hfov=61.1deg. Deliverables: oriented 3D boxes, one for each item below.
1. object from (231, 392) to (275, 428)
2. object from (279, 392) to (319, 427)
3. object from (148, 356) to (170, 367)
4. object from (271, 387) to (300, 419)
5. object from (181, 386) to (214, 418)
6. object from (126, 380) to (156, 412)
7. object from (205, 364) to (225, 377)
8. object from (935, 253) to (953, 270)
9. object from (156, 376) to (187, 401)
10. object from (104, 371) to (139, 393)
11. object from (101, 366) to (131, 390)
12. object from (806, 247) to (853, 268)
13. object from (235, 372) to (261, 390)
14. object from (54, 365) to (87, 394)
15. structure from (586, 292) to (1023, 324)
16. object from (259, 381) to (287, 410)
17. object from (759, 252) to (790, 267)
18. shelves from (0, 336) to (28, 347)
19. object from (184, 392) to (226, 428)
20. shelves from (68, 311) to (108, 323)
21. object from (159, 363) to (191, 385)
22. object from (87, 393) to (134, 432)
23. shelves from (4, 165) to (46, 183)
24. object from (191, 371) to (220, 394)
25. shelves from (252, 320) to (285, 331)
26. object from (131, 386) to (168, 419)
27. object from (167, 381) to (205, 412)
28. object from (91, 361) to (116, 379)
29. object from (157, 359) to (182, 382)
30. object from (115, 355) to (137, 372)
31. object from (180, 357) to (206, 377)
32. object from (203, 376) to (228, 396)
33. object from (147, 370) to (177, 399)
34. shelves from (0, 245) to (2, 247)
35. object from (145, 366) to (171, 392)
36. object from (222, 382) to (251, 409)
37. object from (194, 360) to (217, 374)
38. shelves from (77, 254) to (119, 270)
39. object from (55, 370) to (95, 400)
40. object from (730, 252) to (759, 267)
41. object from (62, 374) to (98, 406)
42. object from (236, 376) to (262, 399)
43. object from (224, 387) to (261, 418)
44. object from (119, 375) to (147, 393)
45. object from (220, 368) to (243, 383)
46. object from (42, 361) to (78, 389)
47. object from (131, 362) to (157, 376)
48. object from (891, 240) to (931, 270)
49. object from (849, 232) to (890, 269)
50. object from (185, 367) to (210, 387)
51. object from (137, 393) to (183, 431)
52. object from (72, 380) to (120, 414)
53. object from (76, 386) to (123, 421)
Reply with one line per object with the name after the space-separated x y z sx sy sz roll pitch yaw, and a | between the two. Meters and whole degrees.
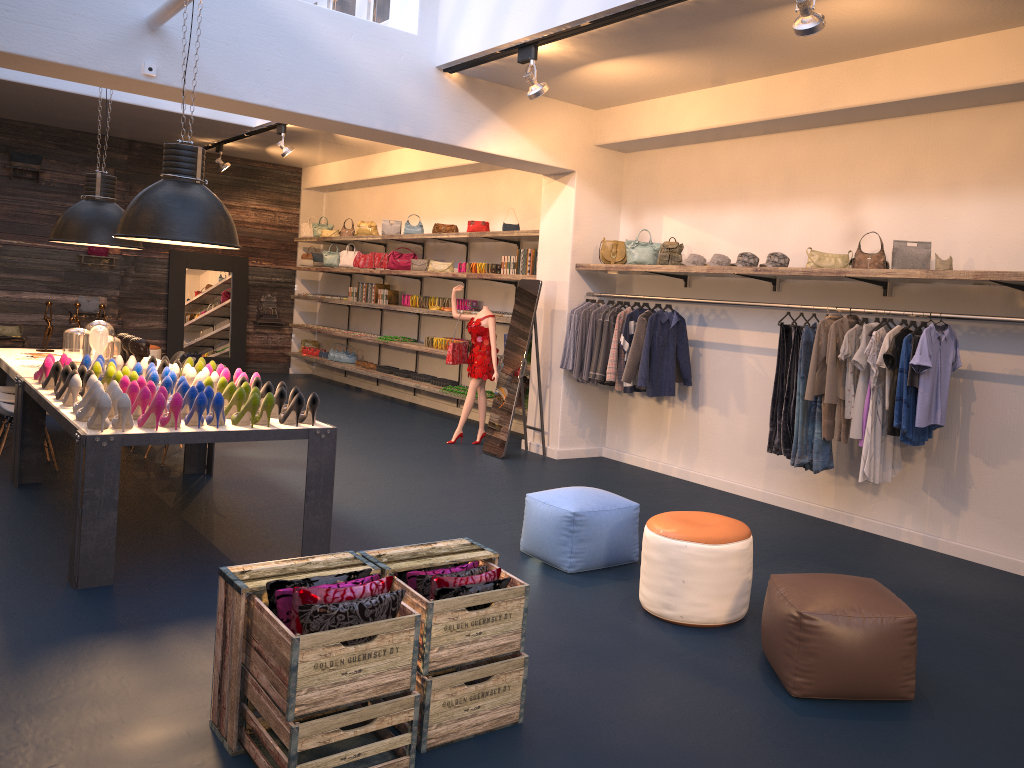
-1.424 0.133 4.800 0.218 0.195 0.223 1 5 -44 | object
-1.208 0.134 4.960 0.218 0.195 0.223 2 4 -37 | object
-2.646 -0.121 6.448 0.218 0.195 0.223 2 4 -37 | object
-1.364 0.102 5.168 0.218 0.195 0.223 2 4 -37 | object
-1.780 0.096 4.887 0.218 0.195 0.223 2 4 -37 | object
-2.110 0.068 4.916 0.217 0.195 0.224 2 4 -32 | object
-2.146 -0.056 6.183 0.218 0.195 0.223 2 4 -37 | object
2.970 -0.832 5.974 0.132 0.133 0.080 4 2 -2 | object
-2.071 0.037 5.269 0.218 0.195 0.223 2 4 -37 | object
-2.391 0.006 5.328 0.218 0.195 0.223 2 4 -37 | object
-2.539 -0.027 5.549 0.218 0.195 0.223 2 4 -37 | object
2.436 -0.955 6.657 0.362 0.174 0.232 5 4 3 | object
-1.788 0.009 5.799 0.218 0.195 0.223 1 5 -41 | object
-2.733 -0.030 5.419 0.216 0.195 0.225 3 4 -29 | object
3.102 -0.411 5.514 0.042 0.038 8.041 2 6 -36 | structure
-1.502 0.071 5.387 0.218 0.195 0.223 2 4 -37 | object
2.127 -0.997 7.022 0.258 0.136 0.162 3 4 -18 | object
-7.069 -0.592 12.160 0.489 0.157 0.226 1 5 -38 | shelves
-1.637 0.129 4.661 0.216 0.195 0.225 2 4 -29 | object
-6.246 -0.968 12.781 0.489 0.183 0.226 1 5 -38 | shelves
-2.327 -0.055 6.026 0.218 0.195 0.223 1 5 -41 | object
-1.999 0.131 4.343 0.217 0.195 0.225 2 4 -31 | object
-6.839 -2.936 12.185 0.489 0.178 0.226 1 5 -38 | shelves
-2.006 0.006 5.646 0.218 0.195 0.223 2 4 -37 | object
-4.062 -0.964 14.490 0.489 0.157 0.226 1 5 -38 | shelves
-1.969 0.098 4.712 0.218 0.195 0.223 2 4 -37 | object
-1.905 0.067 5.092 0.218 0.195 0.223 2 4 -39 | object
-2.718 -0.060 5.752 0.217 0.195 0.224 2 4 -34 | object
-2.480 -0.088 6.237 0.218 0.195 0.223 2 4 -39 | object
-2.812 -0.119 6.294 0.217 0.195 0.225 2 4 -31 | object
-2.424 -0.116 6.579 0.218 0.195 0.223 2 4 -37 | object
-1.871 0.040 5.400 0.218 0.195 0.223 2 4 -37 | object
-2.228 0.002 5.505 0.225 0.195 0.224 2 4 -37 | object
-7.290 -1.816 11.906 0.489 0.210 0.226 1 5 -38 | shelves
-2.343 -0.027 5.718 0.218 0.195 0.223 2 4 -37 | object
-1.679 0.073 5.218 0.218 0.195 0.223 1 5 -41 | object
-2.274 -0.085 6.381 0.218 0.195 0.223 2 4 -37 | object
-6.127 -1.800 12.842 0.535 0.184 0.186 1 5 -38 | shelves
-2.602 0.001 5.202 0.218 0.195 0.223 1 5 -41 | object
1.950 -1.034 7.265 0.258 0.136 0.162 3 4 -18 | object
-2.463 0.032 4.994 0.216 0.195 0.226 3 4 -28 | object
-1.697 0.038 5.570 0.216 0.195 0.225 3 4 -29 | object
-1.556 0.102 5.014 0.218 0.195 0.223 2 4 -37 | object
-2.243 0.038 5.119 0.216 0.195 0.225 3 4 -29 | object
-1.952 -0.024 6.003 0.217 0.195 0.225 2 4 -30 | object
-2.899 -0.059 5.595 0.218 0.195 0.223 2 4 -37 | object
-2.519 -0.059 5.905 0.218 0.195 0.223 2 4 -37 | object
2.843 -0.910 6.193 0.269 0.229 0.080 5 1 8 | object
2.662 -0.984 6.450 0.277 0.299 0.109 6 2 22 | object
-2.143 -0.026 5.865 0.218 0.195 0.223 2 4 -37 | object
-1.812 0.131 4.501 0.218 0.195 0.223 2 5 -40 | object
-2.281 0.067 4.780 0.224 0.195 0.218 7 4 39 | object
-2.154 0.098 4.555 0.223 0.195 0.218 8 5 44 | object
